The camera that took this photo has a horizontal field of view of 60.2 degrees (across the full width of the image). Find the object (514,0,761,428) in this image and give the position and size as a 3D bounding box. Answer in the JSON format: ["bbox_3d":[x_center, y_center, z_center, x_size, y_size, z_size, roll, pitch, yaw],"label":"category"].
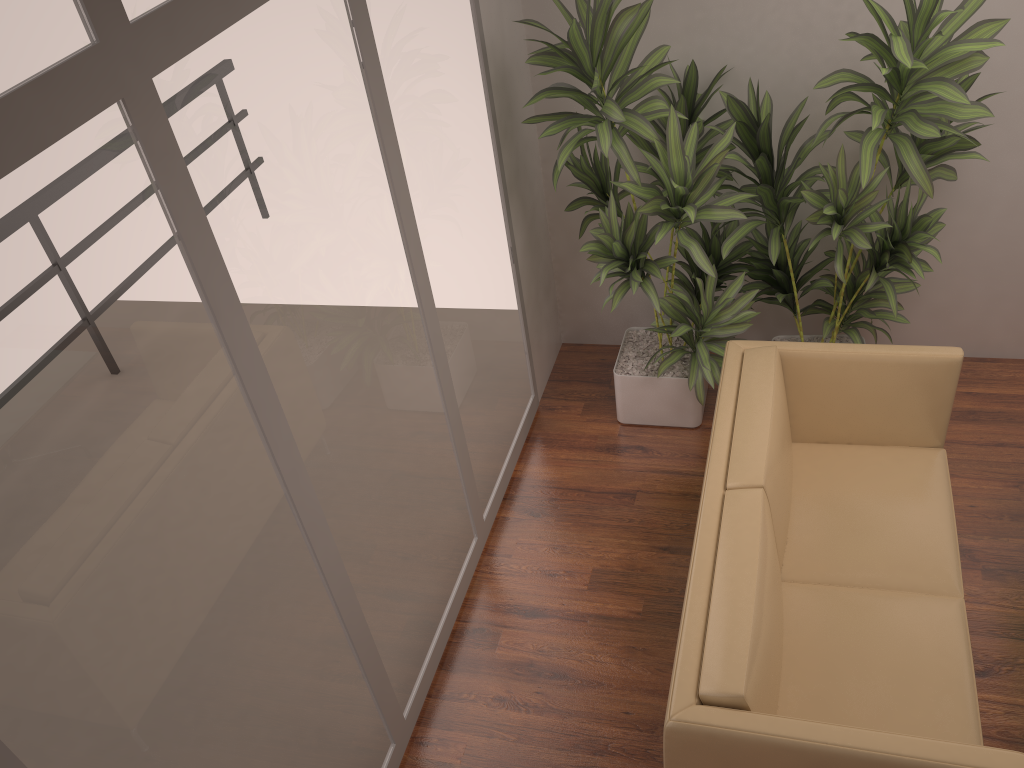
[{"bbox_3d":[0.692,-0.759,3.878,0.957,2.203,1.042,18,46,30],"label":"object"}]

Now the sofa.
[{"bbox_3d":[1.096,0.672,3.049,0.878,0.877,1.720,4,40,17],"label":"sofa"}]

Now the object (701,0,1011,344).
[{"bbox_3d":[1.342,-0.736,3.690,1.073,2.203,0.929,13,44,26],"label":"object"}]

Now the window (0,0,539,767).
[{"bbox_3d":[-1.142,1.246,0.752,0.062,3.435,8.173,5,41,17],"label":"window"}]
